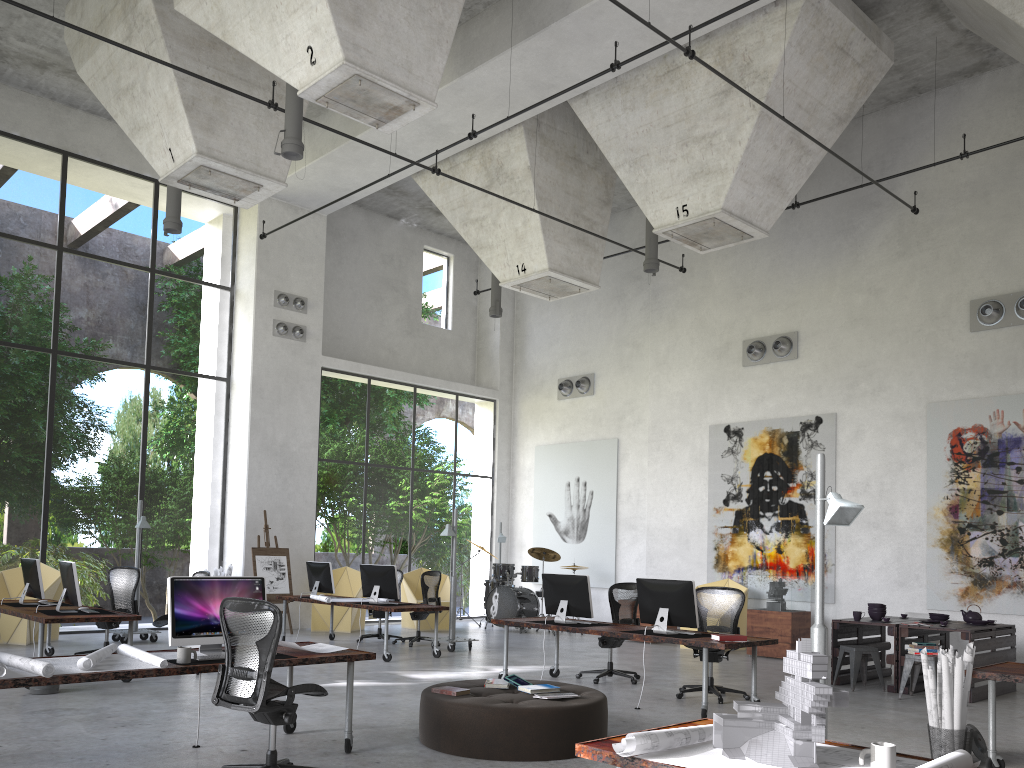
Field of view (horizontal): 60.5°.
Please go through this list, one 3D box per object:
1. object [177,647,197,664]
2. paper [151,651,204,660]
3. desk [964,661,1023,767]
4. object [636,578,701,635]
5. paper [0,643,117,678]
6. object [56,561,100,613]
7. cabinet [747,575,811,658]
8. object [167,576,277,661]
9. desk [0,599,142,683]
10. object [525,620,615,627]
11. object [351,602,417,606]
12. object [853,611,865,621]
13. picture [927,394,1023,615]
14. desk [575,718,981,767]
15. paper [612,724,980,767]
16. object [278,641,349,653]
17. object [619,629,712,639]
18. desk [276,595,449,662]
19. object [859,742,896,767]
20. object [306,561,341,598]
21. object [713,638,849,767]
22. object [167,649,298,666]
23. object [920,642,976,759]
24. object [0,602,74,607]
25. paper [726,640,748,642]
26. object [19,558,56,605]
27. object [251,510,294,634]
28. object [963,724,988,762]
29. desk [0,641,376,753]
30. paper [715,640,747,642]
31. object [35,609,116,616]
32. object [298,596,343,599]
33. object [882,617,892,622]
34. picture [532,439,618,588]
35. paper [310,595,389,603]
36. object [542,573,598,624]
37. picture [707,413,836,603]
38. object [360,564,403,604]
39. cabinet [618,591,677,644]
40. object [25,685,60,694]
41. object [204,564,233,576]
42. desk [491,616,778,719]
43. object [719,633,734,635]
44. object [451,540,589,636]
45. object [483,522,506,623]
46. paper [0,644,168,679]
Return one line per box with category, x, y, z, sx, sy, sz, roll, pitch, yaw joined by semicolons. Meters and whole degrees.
object;-2.141;1.785;5.784;0.123;0.099;0.089;4;-7;-15
paper;-2.287;1.900;6.156;0.488;0.001;0.433;9;-13;-32
desk;4.748;2.350;5.651;0.972;0.716;3.150;9;-13;-43
object;1.621;2.260;8.942;0.380;0.547;0.719;7;-9;-42
paper;-2.971;1.696;5.361;0.892;0.102;1.961;2;-11;-5
object;-4.781;2.230;9.663;0.379;0.547;0.720;6;-9;-37
cabinet;4.091;3.565;13.467;0.598;1.243;0.746;6;-7;-43
object;-2.029;1.634;6.180;0.720;0.547;0.379;9;-9;-42
desk;-5.376;2.943;10.129;0.972;0.716;3.150;9;-13;-43
object;0.668;2.705;9.915;0.693;0.008;0.854;11;-14;-41
object;-1.846;3.141;12.533;0.852;0.008;0.695;-7;-14;37
object;4.177;2.798;10.588;0.130;0.108;0.102;-4;-9;37
picture;6.846;1.650;12.063;0.020;2.991;2.229;4;-6;-43
desk;1.667;1.718;2.780;0.982;0.716;3.149;9;-13;-43
paper;1.093;1.421;3.384;1.081;0.104;0.986;-8;-14;41
object;-1.539;1.961;6.610;0.474;0.085;0.438;10;-14;-40
object;1.617;2.541;8.928;0.693;0.008;0.854;11;-14;-41
desk;-2.295;3.574;13.001;0.982;0.716;3.149;9;-13;-43
object;1.372;1.397;3.282;0.123;0.099;0.089;4;-7;-15
object;-2.918;3.047;13.667;0.380;0.547;0.719;7;-9;-42
object;1.033;1.237;3.408;0.361;0.516;0.500;2;-7;-8
object;-2.035;1.914;6.162;0.856;0.008;0.692;11;-15;-41
object;3.244;2.376;6.519;0.320;0.929;0.343;3;-4;-26
object;-5.749;2.678;10.655;0.693;0.008;0.854;11;-14;-41
paper;2.085;2.440;8.369;0.291;0.001;0.213;7;-12;-26
object;-5.745;2.397;10.669;0.380;0.547;0.719;7;-9;-42
object;-4.185;3.236;15.144;0.698;2.124;0.687;5;-5;-43
object;3.410;2.727;6.702;0.397;0.295;0.299;2;-7;0
desk;-2.486;2.191;5.817;3.158;0.716;0.979;11;-13;-43
paper;2.078;2.440;8.364;0.290;0.001;0.214;0;-11;8
object;-4.785;2.510;9.648;0.692;0.008;0.855;10;-14;-36
object;-2.923;3.328;13.653;0.693;0.008;0.854;11;-14;-41
object;4.454;2.803;10.439;0.117;0.055;0.139;-4;-11;31
picture;1.284;2.736;18.484;0.020;2.991;2.349;4;-6;-43
paper;-2.446;3.204;13.187;1.082;0.104;0.985;9;-13;-33
object;0.672;2.424;9.929;0.380;0.547;0.719;7;-9;-42
picture;4.293;2.093;14.721;0.020;2.991;2.366;4;-6;-43
object;-1.842;2.860;12.547;0.717;0.547;0.381;-5;-8;38
cabinet;2.384;4.017;15.440;0.749;1.004;0.738;7;-8;-43
object;-4.636;2.894;8.677;0.399;0.295;0.298;-5;-10;39
object;-5.033;3.671;15.020;0.440;1.198;0.416;0;-4;24
desk;1.165;2.968;9.364;0.982;0.716;3.149;9;-13;-43
object;2.044;2.376;8.337;0.149;0.011;0.011;-1;-7;15
object;0.213;3.974;17.394;2.977;1.726;1.903;-4;-9;30
object;-0.269;4.041;18.862;0.580;2.133;0.601;2;-4;-9
paper;-2.779;1.724;5.503;1.085;0.104;0.982;12;-15;-43
